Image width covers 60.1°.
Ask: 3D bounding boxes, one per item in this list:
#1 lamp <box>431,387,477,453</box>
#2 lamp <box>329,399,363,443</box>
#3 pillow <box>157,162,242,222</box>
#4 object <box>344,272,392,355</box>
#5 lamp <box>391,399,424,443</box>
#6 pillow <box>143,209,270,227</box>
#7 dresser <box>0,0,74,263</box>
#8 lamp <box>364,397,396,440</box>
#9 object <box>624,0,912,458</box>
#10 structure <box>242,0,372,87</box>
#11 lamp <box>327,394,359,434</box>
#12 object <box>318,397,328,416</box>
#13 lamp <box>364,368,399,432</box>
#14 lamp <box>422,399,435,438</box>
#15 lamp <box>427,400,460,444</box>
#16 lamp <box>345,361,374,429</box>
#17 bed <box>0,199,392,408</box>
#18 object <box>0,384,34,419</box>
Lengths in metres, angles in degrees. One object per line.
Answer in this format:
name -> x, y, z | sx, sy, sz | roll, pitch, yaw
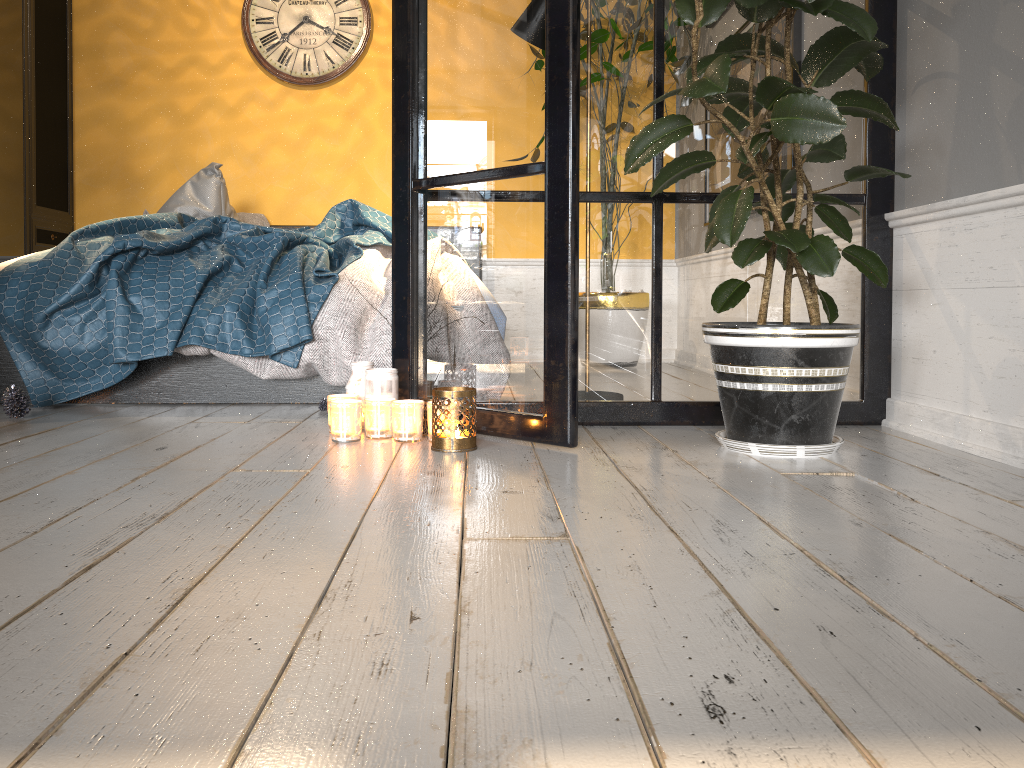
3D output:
lamp -> -0.135, 0.081, 2.062 | 0.107, 0.140, 0.108 | -2, 4, -39
lamp -> -0.407, 0.091, 2.174 | 0.081, 0.098, 0.081 | 3, 4, 38
pillow -> -1.542, -0.765, 4.272 | 0.782, 0.597, 0.500 | 0, 3, 4
object -> -0.251, -0.160, 2.655 | 0.438, 0.521, 0.279 | 3, 3, 38
lamp -> -0.256, 0.091, 2.175 | 0.081, 0.098, 0.081 | 3, 4, 38
pillow -> -1.561, -0.708, 4.695 | 0.756, 0.454, 0.515 | -2, 4, -31
dresser -> -2.726, -1.378, 4.232 | 0.637, 2.611, 1.436 | 0, 2, -2
lamp -> -0.331, 0.087, 2.221 | 0.081, 0.098, 0.081 | 3, 4, 38
object -> -0.929, -0.733, 1.910 | 3.895, 1.791, 1.014 | 0, 2, -3
structure -> -1.159, -2.049, 4.993 | 0.727, 0.723, 0.071 | 0, 1, -2
lamp -> -0.440, 0.079, 2.303 | 0.081, 0.098, 0.081 | -2, 4, -38
object -> -0.516, 0.075, 2.654 | 0.087, 0.053, 0.327 | -3, 6, -38
lamp -> -0.342, 0.044, 2.328 | 0.089, 0.166, 0.092 | -1, 3, -36
lamp -> -0.206, 0.088, 2.261 | 0.063, 0.091, 0.063 | -1, 3, -21
lamp -> -0.168, 0.093, 2.157 | 0.081, 0.098, 0.081 | 3, 4, 38
lamp -> -0.411, 0.030, 2.425 | 0.092, 0.179, 0.092 | 1, 2, 18
bed -> -0.958, -0.406, 3.874 | 1.897, 0.768, 2.331 | 0, 5, -2
object -> -1.402, 0.079, 2.250 | 0.192, 0.117, 0.720 | -1, 5, -13
